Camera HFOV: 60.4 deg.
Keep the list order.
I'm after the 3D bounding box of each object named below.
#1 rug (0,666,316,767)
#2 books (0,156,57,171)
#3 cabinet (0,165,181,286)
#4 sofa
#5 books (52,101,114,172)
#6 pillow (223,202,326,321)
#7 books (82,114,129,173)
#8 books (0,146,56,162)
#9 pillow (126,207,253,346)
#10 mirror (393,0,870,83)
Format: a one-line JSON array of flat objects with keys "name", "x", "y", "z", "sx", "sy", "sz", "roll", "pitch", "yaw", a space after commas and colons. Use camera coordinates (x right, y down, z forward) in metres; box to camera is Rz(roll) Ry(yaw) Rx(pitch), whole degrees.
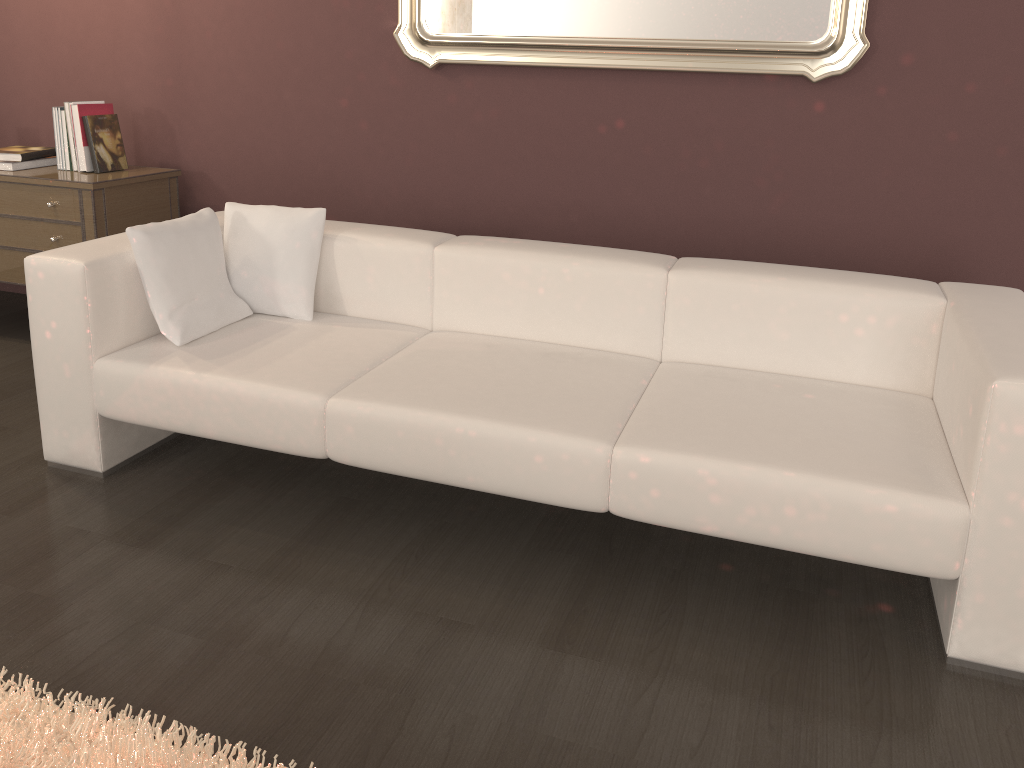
[{"name": "rug", "x": -0.632, "y": 0.909, "z": 0.875, "sx": 2.006, "sy": 0.065, "sz": 1.552, "roll": 8, "pitch": 21, "yaw": 17}, {"name": "books", "x": -2.146, "y": -0.966, "z": 3.828, "sx": 0.225, "sy": 0.034, "sz": 0.317, "roll": 6, "pitch": 20, "yaw": 12}, {"name": "cabinet", "x": -2.283, "y": -0.628, "z": 3.971, "sx": 1.534, "sy": 0.709, "sz": 0.546, "roll": 8, "pitch": 18, "yaw": 18}, {"name": "sofa", "x": 0.020, "y": -0.026, "z": 2.585, "sx": 2.794, "sy": 0.632, "sz": 0.970, "roll": 8, "pitch": 19, "yaw": 18}, {"name": "books", "x": -1.819, "y": -1.061, "z": 3.761, "sx": 0.179, "sy": 0.281, "sz": 0.209, "roll": 7, "pitch": 17, "yaw": 18}, {"name": "pillow", "x": -0.814, "y": -0.416, "z": 2.949, "sx": 0.378, "sy": 0.351, "sz": 0.174, "roll": 7, "pitch": 16, "yaw": 16}, {"name": "books", "x": -1.723, "y": -1.020, "z": 3.732, "sx": 0.069, "sy": 0.230, "sz": 0.177, "roll": 7, "pitch": 17, "yaw": 17}, {"name": "books", "x": -2.149, "y": -1.005, "z": 3.837, "sx": 0.211, "sy": 0.033, "sz": 0.298, "roll": 3, "pitch": 20, "yaw": 3}, {"name": "pillow", "x": -0.995, "y": -0.342, "z": 2.732, "sx": 0.186, "sy": 0.348, "sz": 0.387, "roll": 7, "pitch": 18, "yaw": 16}, {"name": "mirror", "x": 0.378, "y": -1.537, "z": 3.187, "sx": 1.790, "sy": 0.801, "sz": 0.048, "roll": 8, "pitch": 15, "yaw": 18}]
